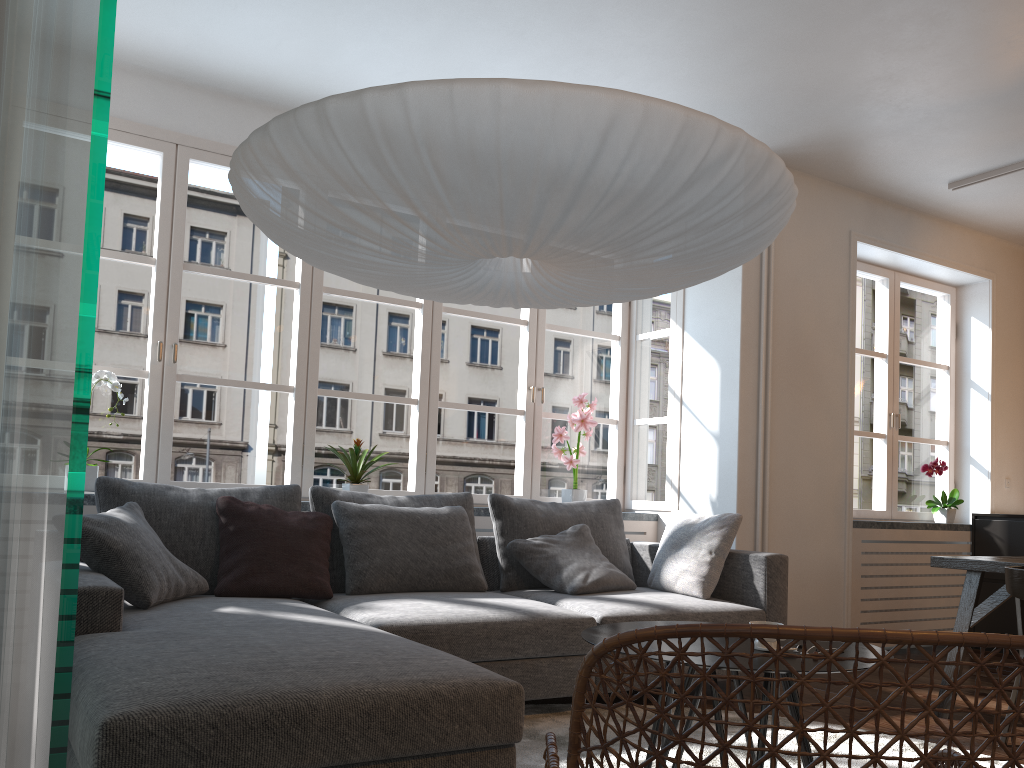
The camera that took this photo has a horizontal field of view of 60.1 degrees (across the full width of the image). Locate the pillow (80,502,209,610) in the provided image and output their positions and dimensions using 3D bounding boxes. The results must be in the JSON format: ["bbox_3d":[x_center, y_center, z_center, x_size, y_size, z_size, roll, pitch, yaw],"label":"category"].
[{"bbox_3d":[-1.346,0.606,3.173,0.346,0.357,0.519,1,-6,8],"label":"pillow"}]

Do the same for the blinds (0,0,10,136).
[{"bbox_3d":[-1.326,-0.338,2.151,0.153,2.720,1.813,4,-5,-29],"label":"blinds"}]

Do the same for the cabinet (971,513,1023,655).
[{"bbox_3d":[4.655,1.098,3.846,0.735,0.894,5.083,5,-8,-31],"label":"cabinet"}]

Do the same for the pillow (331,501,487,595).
[{"bbox_3d":[-0.450,0.728,3.923,0.669,0.395,0.293,6,-6,-32],"label":"pillow"}]

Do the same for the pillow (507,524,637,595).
[{"bbox_3d":[0.292,0.836,4.251,0.444,0.319,0.495,-3,-8,40],"label":"pillow"}]

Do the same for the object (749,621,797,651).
[{"bbox_3d":[0.697,0.681,2.376,0.091,0.069,0.140,4,-7,-19],"label":"object"}]

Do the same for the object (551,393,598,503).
[{"bbox_3d":[0.363,0.393,5.150,0.298,0.687,0.202,-1,-5,37],"label":"object"}]

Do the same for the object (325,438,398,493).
[{"bbox_3d":[-0.752,0.436,4.445,0.323,0.326,0.378,-1,-7,33],"label":"object"}]

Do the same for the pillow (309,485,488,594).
[{"bbox_3d":[-0.512,0.717,4.053,0.842,0.472,0.277,6,-6,-31],"label":"pillow"}]

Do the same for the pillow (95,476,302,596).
[{"bbox_3d":[-1.246,0.629,3.589,0.838,0.475,0.276,6,-6,-31],"label":"pillow"}]

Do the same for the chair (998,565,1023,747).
[{"bbox_3d":[2.120,1.029,3.269,0.521,0.667,0.595,5,-6,-33],"label":"chair"}]

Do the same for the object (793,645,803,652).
[{"bbox_3d":[0.782,0.720,2.421,0.026,0.010,0.125,-1,-8,24],"label":"object"}]

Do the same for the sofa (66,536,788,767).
[{"bbox_3d":[-0.019,0.954,3.317,3.077,0.668,2.047,7,-9,-31],"label":"sofa"}]

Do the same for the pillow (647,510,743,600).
[{"bbox_3d":[0.857,0.829,4.342,0.287,0.412,0.496,5,-7,-32],"label":"pillow"}]

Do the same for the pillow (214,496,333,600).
[{"bbox_3d":[-0.948,0.664,3.588,0.522,0.401,0.312,6,-6,-30],"label":"pillow"}]

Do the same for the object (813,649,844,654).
[{"bbox_3d":[0.841,0.710,2.345,0.168,0.015,0.015,10,-9,-44],"label":"object"}]

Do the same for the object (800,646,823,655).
[{"bbox_3d":[0.805,0.711,2.368,0.025,0.016,0.164,-2,-9,33],"label":"object"}]

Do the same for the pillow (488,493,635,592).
[{"bbox_3d":[0.271,0.812,4.522,0.839,0.474,0.276,6,-6,-31],"label":"pillow"}]

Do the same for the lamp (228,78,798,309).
[{"bbox_3d":[-0.001,-0.386,2.393,1.470,0.209,1.480,2,-8,5],"label":"lamp"}]

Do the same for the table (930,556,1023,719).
[{"bbox_3d":[2.929,1.026,3.057,1.110,0.675,2.510,6,-8,-31],"label":"table"}]

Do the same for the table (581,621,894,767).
[{"bbox_3d":[0.611,0.965,2.491,0.849,0.470,0.850,6,-8,-29],"label":"table"}]

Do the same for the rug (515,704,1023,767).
[{"bbox_3d":[0.543,1.172,2.328,2.841,0.012,2.853,-4,-10,38],"label":"rug"}]

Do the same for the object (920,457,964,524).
[{"bbox_3d":[2.836,0.698,5.813,0.230,0.434,0.408,-1,-6,35],"label":"object"}]

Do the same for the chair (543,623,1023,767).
[{"bbox_3d":[0.405,0.668,1.296,0.718,0.705,0.690,2,-5,1],"label":"chair"}]
